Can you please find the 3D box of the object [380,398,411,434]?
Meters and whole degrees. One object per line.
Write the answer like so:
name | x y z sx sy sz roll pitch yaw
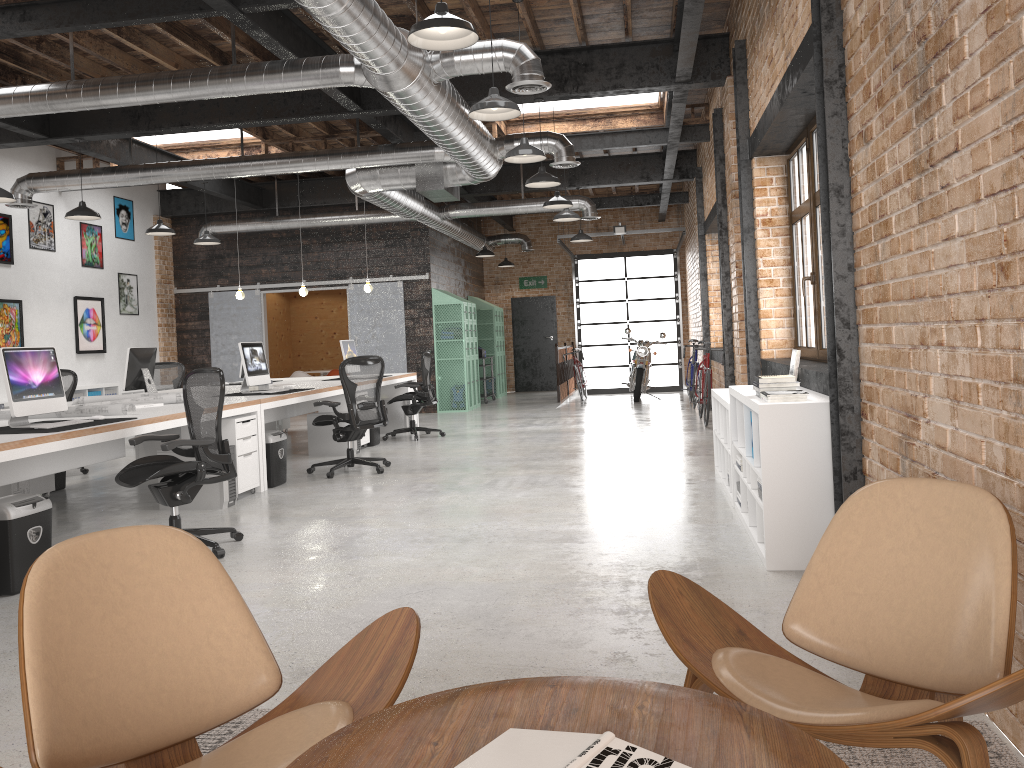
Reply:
object | -1.635 0.424 11.873 0.541 0.455 0.221 -2 1 9

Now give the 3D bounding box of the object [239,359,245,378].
object | -3.270 -0.258 11.165 0.189 0.485 0.484 -3 1 9

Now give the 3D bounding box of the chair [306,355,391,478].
chair | -1.545 0.283 8.284 0.792 1.085 0.771 -2 1 17

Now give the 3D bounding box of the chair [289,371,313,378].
chair | -3.860 0.132 16.529 0.618 0.777 0.581 -3 1 3

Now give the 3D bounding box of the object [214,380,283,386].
object | -3.372 -0.008 11.188 0.687 0.008 0.849 -2 3 8

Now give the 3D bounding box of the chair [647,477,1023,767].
chair | 0.814 0.656 1.982 0.867 0.752 0.857 -3 2 -10

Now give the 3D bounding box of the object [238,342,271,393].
object | -2.479 -0.159 8.467 0.189 0.485 0.484 -3 1 9

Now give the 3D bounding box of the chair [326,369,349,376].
chair | -3.162 0.105 16.424 0.618 0.777 0.581 -3 1 3

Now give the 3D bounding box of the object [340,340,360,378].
object | -2.069 -0.315 11.204 0.189 0.485 0.484 -3 1 9

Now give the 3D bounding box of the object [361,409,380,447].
object | -1.702 0.492 10.453 0.250 0.465 0.338 -3 1 9

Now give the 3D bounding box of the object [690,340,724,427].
object | 2.436 -0.031 11.277 0.401 1.039 1.739 -3 2 3

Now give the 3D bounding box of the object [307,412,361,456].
object | -1.952 0.545 9.755 0.541 0.455 0.221 -2 1 9

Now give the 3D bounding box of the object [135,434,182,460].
object | -3.803 0.637 9.642 0.543 0.455 0.221 -2 1 9

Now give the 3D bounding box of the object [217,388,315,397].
object | -2.355 0.081 8.461 0.687 0.008 0.849 -2 3 9

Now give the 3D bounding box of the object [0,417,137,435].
object | -2.816 0.257 5.383 0.687 0.008 0.849 -2 3 9

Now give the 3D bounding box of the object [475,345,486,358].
object | -0.654 -0.604 16.815 0.309 0.262 0.460 -2 2 9

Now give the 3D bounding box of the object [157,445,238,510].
object | -2.398 0.715 6.778 0.541 0.455 0.221 -2 1 9

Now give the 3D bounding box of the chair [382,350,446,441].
chair | -1.252 0.131 11.055 0.793 1.085 0.770 -3 1 -13

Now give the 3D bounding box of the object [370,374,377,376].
object | -1.787 -0.115 11.468 0.106 0.028 0.059 -2 2 7

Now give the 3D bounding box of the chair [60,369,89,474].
chair | -4.704 0.399 8.910 0.771 1.085 0.792 -3 1 -23

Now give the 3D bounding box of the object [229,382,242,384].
object | -3.475 -0.018 11.224 0.118 0.017 0.439 -2 3 9

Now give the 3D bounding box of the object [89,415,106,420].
object | -2.656 0.216 5.671 0.106 0.028 0.059 -2 2 7

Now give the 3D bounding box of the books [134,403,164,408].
books | -2.923 0.172 7.022 0.200 0.024 0.236 0 4 42

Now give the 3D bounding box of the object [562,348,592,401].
object | 1.319 -0.192 17.439 0.409 1.033 1.736 -3 2 15

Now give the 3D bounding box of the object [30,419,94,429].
object | -2.711 0.241 5.348 0.118 0.017 0.439 -2 3 9

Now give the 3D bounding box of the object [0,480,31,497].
object | -4.183 0.781 7.105 0.543 0.455 0.221 -2 1 9

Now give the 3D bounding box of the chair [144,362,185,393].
chair | -4.555 0.252 11.703 0.771 1.085 0.792 -4 1 -43

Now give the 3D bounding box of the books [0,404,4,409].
books | -3.981 0.181 6.624 0.193 0.044 0.258 -1 3 26

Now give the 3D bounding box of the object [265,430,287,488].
object | -2.116 0.649 7.694 0.250 0.465 0.338 -3 1 9

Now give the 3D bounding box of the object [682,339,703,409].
object | 2.819 -0.177 13.832 0.401 1.039 1.739 -3 2 3

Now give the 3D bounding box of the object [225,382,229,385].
object | -3.531 -0.005 10.901 0.106 0.028 0.059 -2 2 10

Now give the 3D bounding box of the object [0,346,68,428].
object | -2.938 0.015 5.406 0.189 0.485 0.484 -3 1 9

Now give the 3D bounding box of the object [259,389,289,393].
object | -2.253 0.066 8.408 0.118 0.017 0.439 -2 3 9

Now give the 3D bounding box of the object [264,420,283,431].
object | -3.435 0.496 12.099 0.543 0.455 0.221 -2 1 9

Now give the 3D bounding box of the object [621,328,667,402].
object | 2.396 -0.367 16.370 0.813 1.359 2.178 -3 2 -3

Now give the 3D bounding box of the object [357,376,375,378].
object | -1.843 -0.090 11.145 0.118 0.017 0.439 -2 3 9

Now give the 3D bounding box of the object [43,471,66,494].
object | -4.200 0.734 7.940 0.250 0.465 0.338 -3 1 9

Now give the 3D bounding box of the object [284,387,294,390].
object | -2.197 0.041 8.731 0.106 0.028 0.059 -2 2 7

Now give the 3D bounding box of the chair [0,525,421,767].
chair | -0.603 0.727 1.873 0.857 0.752 0.867 -3 2 -15

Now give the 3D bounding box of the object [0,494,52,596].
object | -2.580 0.826 4.594 0.250 0.465 0.338 -3 1 9

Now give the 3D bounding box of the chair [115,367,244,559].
chair | -1.986 0.456 5.238 0.770 1.085 0.793 -2 1 32

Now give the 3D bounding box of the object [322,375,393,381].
object | -1.945 -0.075 11.198 0.687 0.008 0.849 -2 3 8

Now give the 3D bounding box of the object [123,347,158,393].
object | -3.635 -0.118 8.725 0.189 0.485 0.484 -3 1 9
